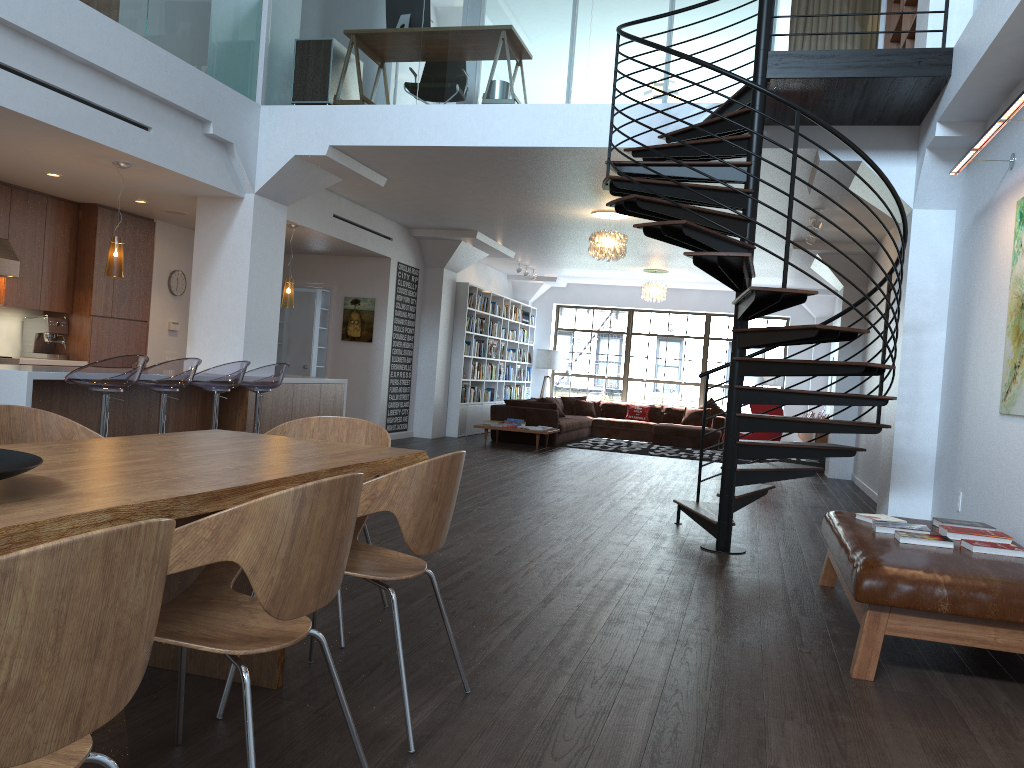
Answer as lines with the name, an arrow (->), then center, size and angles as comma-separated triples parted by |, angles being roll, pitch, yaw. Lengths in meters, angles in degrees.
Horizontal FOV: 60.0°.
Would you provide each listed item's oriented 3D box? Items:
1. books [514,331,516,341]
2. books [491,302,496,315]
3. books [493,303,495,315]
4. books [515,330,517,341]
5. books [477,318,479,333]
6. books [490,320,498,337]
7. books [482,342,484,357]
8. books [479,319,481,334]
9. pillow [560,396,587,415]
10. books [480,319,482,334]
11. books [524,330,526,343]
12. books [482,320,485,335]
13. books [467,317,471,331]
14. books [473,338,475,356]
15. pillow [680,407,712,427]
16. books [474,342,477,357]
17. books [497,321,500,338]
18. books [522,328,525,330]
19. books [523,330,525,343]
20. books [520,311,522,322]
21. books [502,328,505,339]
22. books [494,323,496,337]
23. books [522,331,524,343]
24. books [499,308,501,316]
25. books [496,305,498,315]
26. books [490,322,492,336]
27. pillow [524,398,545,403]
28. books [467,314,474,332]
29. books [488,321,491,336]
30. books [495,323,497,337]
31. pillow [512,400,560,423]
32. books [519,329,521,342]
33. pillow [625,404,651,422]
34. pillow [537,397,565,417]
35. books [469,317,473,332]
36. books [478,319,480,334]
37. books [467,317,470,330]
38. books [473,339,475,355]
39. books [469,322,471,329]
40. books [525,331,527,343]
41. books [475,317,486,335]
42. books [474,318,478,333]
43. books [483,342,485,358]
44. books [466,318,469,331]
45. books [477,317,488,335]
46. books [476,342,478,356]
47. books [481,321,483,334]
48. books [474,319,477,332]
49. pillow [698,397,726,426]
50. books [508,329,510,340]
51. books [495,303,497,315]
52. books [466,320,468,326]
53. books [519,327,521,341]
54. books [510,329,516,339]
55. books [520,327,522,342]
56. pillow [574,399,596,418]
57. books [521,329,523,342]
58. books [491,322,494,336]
books -> -0.006, -0.910, 16.810 | 0.139, 0.191, 0.036 | 5, 1, 15
books -> -0.361, -1.309, 15.388 | 0.140, 0.231, 0.042 | 5, 1, 15
books -> -0.381, -1.295, 15.305 | 0.146, 0.202, 0.027 | 5, 1, 15
books -> 0.011, -0.928, 16.897 | 0.158, 0.226, 0.052 | 5, 1, 15
books -> -0.634, -0.959, 14.530 | 0.180, 0.259, 0.042 | 5, 1, 15
books -> -0.336, -0.968, 15.589 | 0.176, 0.290, 0.053 | 5, 1, 15
books -> -0.571, -0.576, 14.831 | 0.182, 0.253, 0.034 | 5, 1, 15
books -> -0.609, -0.952, 14.605 | 0.171, 0.246, 0.039 | 5, 1, 15
pillow -> 1.218, 0.429, 17.064 | 0.580, 0.418, 0.334 | 4, 1, -12
books -> -0.593, -0.955, 14.677 | 0.183, 0.253, 0.042 | 5, 1, 15
books -> 0.172, -0.940, 17.467 | 0.180, 0.259, 0.060 | 5, 1, 15
books -> -0.555, -0.947, 14.783 | 0.174, 0.240, 0.054 | 5, 1, 15
books -> -0.749, -0.948, 14.023 | 0.172, 0.235, 0.112 | 5, 1, 15
books -> -0.692, -0.598, 14.382 | 0.176, 0.290, 0.053 | 5, 1, 15
pillow -> 3.396, 0.602, 16.397 | 0.542, 0.362, 0.248 | 5, 1, 36
books -> -0.669, -0.572, 14.455 | 0.174, 0.239, 0.045 | 5, 1, 15
books -> -0.325, -0.965, 15.649 | 0.197, 0.283, 0.065 | 5, 1, 15
books -> 0.159, -0.956, 17.420 | 0.176, 0.290, 0.036 | 5, 1, 15
books -> 0.157, -0.937, 17.385 | 0.183, 0.253, 0.034 | 5, 1, 15
books -> 0.104, -1.296, 17.099 | 0.161, 0.223, 0.032 | 5, 1, 15
books -> -0.199, -0.914, 16.083 | 0.139, 0.191, 0.036 | 5, 1, 15
books -> -0.369, -0.946, 15.465 | 0.170, 0.245, 0.057 | 5, 1, 15
books -> 0.136, -0.931, 17.350 | 0.174, 0.240, 0.045 | 5, 1, 15
books -> -0.262, -1.267, 15.717 | 0.110, 0.153, 0.019 | 5, 1, 15
books -> -0.324, -1.288, 15.521 | 0.139, 0.191, 0.036 | 5, 1, 15
books -> -0.441, -0.944, 15.176 | 0.174, 0.239, 0.045 | 5, 1, 15
pillow -> 0.409, 0.403, 14.126 | 0.269, 0.411, 0.559 | 4, 1, -29
books -> -0.700, -0.974, 14.177 | 0.176, 0.290, 0.053 | 5, 1, 15
books -> -0.456, -0.951, 15.104 | 0.182, 0.253, 0.034 | 5, 1, 15
books -> -0.353, -0.942, 15.514 | 0.174, 0.239, 0.045 | 5, 1, 15
pillow -> 0.373, 0.447, 13.860 | 0.750, 0.364, 0.289 | 5, 1, 14
books -> 0.078, -0.937, 17.092 | 0.160, 0.250, 0.026 | 5, 1, 15
pillow -> 2.383, 0.555, 16.795 | 0.465, 0.308, 0.220 | 4, 1, 11
pillow -> 0.677, 0.426, 15.533 | 0.325, 0.391, 0.625 | 5, 1, 31
books -> -0.731, -0.951, 14.105 | 0.174, 0.242, 0.105 | 5, 1, 15
books -> -0.622, -0.954, 14.568 | 0.160, 0.251, 0.039 | 5, 1, 15
books -> -0.760, -0.946, 13.993 | 0.152, 0.232, 0.104 | 5, 1, 15
books -> -0.713, -0.595, 14.324 | 0.197, 0.283, 0.065 | 5, 1, 15
books -> -0.747, -0.951, 14.068 | 0.172, 0.239, 0.093 | 5, 1, 15
books -> 0.192, -0.937, 17.563 | 0.183, 0.253, 0.034 | 5, 1, 15
books -> -0.541, -0.970, 14.898 | 0.198, 0.284, 0.049 | 5, 1, 15
books -> -0.652, -0.956, 14.445 | 0.183, 0.253, 0.042 | 5, 1, 15
books -> -0.552, -0.575, 14.861 | 0.182, 0.253, 0.034 | 5, 1, 15
books -> -0.772, -0.940, 13.966 | 0.161, 0.218, 0.101 | 5, 1, 15
books -> -0.511, -0.971, 14.944 | 0.176, 0.291, 0.053 | 5, 1, 15
books -> -0.659, -0.575, 14.505 | 0.170, 0.245, 0.057 | 5, 1, 15
books -> -0.571, -0.939, 14.709 | 0.161, 0.223, 0.032 | 5, 1, 15
books -> -0.677, -0.947, 14.359 | 0.174, 0.236, 0.142 | 5, 1, 16
pillow -> 3.644, 0.537, 16.501 | 0.651, 0.587, 0.335 | 4, 1, -6
books -> -0.120, -0.918, 16.364 | 0.146, 0.202, 0.027 | 5, 1, 15
books -> -0.354, -1.307, 15.437 | 0.158, 0.226, 0.052 | 5, 1, 15
books -> -0.788, -0.922, 13.889 | 0.161, 0.182, 0.170 | 5, 1, 15
books -> 0.054, -0.955, 17.052 | 0.198, 0.284, 0.066 | 5, 1, 15
books -> 0.002, -0.930, 16.849 | 0.140, 0.231, 0.042 | 5, 1, 15
books -> 0.090, -0.957, 17.156 | 0.176, 0.290, 0.053 | 5, 1, 15
pillow -> 1.375, 0.461, 16.921 | 0.489, 0.337, 0.238 | 4, 1, -15
books -> 0.114, -0.938, 17.229 | 0.183, 0.253, 0.034 | 5, 1, 15
books -> -0.416, -0.950, 15.273 | 0.182, 0.253, 0.034 | 5, 1, 15
